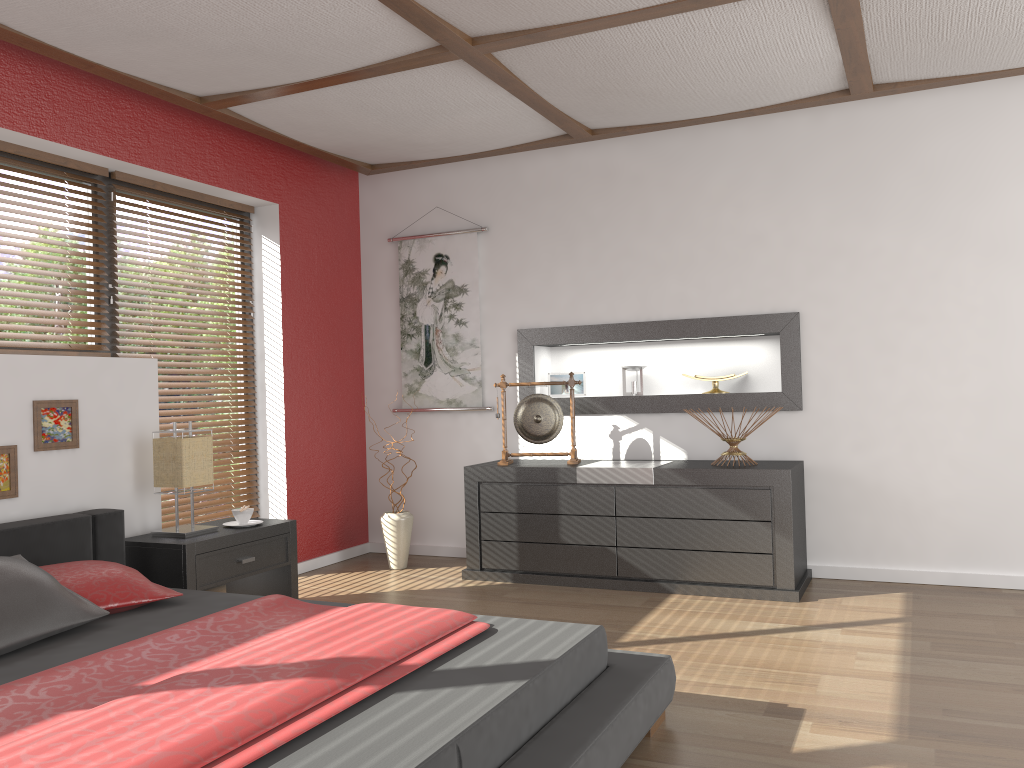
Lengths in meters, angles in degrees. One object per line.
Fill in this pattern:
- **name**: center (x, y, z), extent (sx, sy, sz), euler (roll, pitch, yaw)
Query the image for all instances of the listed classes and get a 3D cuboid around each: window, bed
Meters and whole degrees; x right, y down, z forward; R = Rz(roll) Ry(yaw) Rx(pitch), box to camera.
- **window**: center (-1.722, -0.011, 4.648), extent (0.020, 1.893, 0.889), euler (-2, -1, 25)
- **bed**: center (-1.116, 0.761, 2.079), extent (2.413, 0.577, 2.469), euler (-2, -1, 25)
- **window**: center (-2.552, -0.547, 2.883), extent (0.020, 0.786, 2.817), euler (-2, -1, 25)

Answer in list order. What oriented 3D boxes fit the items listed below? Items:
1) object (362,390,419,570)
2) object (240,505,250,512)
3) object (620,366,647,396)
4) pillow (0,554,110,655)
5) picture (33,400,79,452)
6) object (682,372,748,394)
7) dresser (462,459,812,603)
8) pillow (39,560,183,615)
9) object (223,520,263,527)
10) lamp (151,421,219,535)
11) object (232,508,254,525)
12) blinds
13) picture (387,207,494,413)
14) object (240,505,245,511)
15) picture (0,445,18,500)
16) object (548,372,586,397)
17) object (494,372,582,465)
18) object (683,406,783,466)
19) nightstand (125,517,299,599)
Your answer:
- **object**: center (-0.703, 0.550, 5.099), extent (0.364, 1.035, 0.422), euler (-2, -1, 0)
- **object**: center (-1.227, 0.574, 4.074), extent (0.007, 0.007, 0.192), euler (-2, -1, -6)
- **object**: center (0.706, -0.018, 5.116), extent (0.159, 0.171, 0.159), euler (-2, -1, -16)
- **pillow**: center (-1.564, 0.638, 2.499), extent (0.386, 0.241, 0.744), euler (-2, -1, 20)
- **picture**: center (-1.827, 0.164, 3.558), extent (0.010, 0.200, 0.200), euler (-2, -1, 25)
- **object**: center (1.125, -0.004, 4.905), extent (0.350, 0.116, 0.181), euler (-2, -1, 15)
- **dresser**: center (0.624, 0.721, 4.658), extent (1.740, 0.608, 0.540), euler (-2, -1, 25)
- **pillow**: center (-1.523, 0.693, 2.920), extent (0.418, 0.172, 0.745), euler (-2, -1, 44)
- **object**: center (-1.238, 0.645, 4.084), extent (0.179, 0.012, 0.179), euler (-1, -1, -40)
- **lamp**: center (-1.440, 0.405, 3.891), extent (0.200, 0.480, 0.200), euler (-2, -1, 25)
- **object**: center (-1.239, 0.612, 4.084), extent (0.099, 0.069, 0.099), euler (-1, -1, -40)
- **blinds**: center (-2.474, 0.029, 2.845), extent (0.032, 1.952, 4.840), euler (-2, -1, 25)
- **picture**: center (-0.451, -0.462, 5.471), extent (0.701, 1.270, 0.028), euler (-2, -1, 25)
- **object**: center (-1.243, 0.574, 4.091), extent (0.007, 0.007, 0.192), euler (-2, -1, -11)
- **picture**: center (-1.938, 0.334, 3.306), extent (0.010, 0.200, 0.200), euler (-2, -1, 25)
- **object**: center (0.325, 0.002, 5.254), extent (0.226, 0.146, 0.041), euler (-2, -1, 4)
- **object**: center (0.144, 0.187, 4.851), extent (0.490, 0.498, 0.173), euler (-2, -1, 10)
- **object**: center (1.104, 0.261, 4.423), extent (0.481, 0.282, 0.481), euler (-2, -1, -9)
- **nightstand**: center (-1.340, 0.864, 3.978), extent (0.413, 0.423, 0.700), euler (-2, -1, 25)
